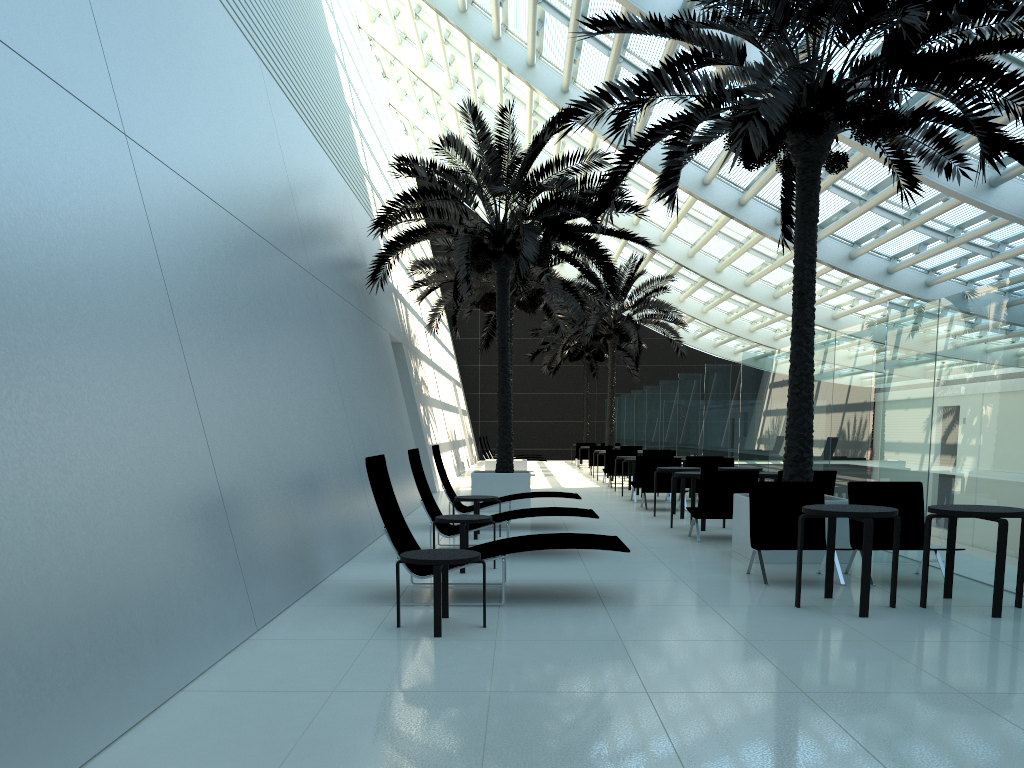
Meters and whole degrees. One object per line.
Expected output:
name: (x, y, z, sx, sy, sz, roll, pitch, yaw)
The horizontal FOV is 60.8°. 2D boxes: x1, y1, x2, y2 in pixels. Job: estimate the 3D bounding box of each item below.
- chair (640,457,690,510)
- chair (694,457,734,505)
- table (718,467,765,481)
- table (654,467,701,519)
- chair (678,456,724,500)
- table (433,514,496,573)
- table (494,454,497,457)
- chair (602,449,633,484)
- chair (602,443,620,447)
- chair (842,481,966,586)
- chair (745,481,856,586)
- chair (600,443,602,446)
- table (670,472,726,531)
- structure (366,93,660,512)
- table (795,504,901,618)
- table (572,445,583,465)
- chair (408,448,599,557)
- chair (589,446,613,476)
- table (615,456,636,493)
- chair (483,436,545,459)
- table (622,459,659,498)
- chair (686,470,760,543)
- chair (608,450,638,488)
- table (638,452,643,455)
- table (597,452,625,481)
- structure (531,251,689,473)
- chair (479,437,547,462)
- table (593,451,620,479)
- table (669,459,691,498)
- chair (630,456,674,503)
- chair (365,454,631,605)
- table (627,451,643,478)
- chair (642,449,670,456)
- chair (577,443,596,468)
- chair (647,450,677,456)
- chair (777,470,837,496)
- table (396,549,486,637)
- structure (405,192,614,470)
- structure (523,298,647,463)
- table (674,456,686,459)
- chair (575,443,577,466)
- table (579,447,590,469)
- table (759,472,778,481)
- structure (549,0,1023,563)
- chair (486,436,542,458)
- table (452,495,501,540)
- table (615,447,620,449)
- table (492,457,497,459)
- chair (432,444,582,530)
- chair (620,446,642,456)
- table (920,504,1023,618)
chair: (2.646, 1.726, 15.078, 0.716, 0.897, 0.878, 0, 2, 0)
chair: (3.579, 1.726, 15.071, 0.716, 0.897, 0.878, 0, 2, 0)
table: (3.600, 1.715, 13.790, 0.677, 0.790, 0.675, 2, 4, 39)
table: (2.630, 1.714, 13.796, 0.677, 0.790, 0.675, 2, 4, 39)
chair: (3.606, 1.816, 16.779, 0.716, 0.897, 0.878, 0, 2, 0)
table: (-0.473, 1.568, 8.608, 0.551, 0.523, 0.551, 2, 3, 43)
table: (-0.313, 2.727, 30.570, 0.551, 0.523, 0.551, 2, 3, 43)
chair: (2.714, 2.113, 22.420, 0.716, 0.897, 0.878, 0, 2, 0)
chair: (3.702, 2.619, 31.978, 0.716, 0.897, 0.878, 0, 2, 0)
chair: (3.526, 1.346, 7.871, 0.716, 0.897, 0.878, 0, 2, 0)
chair: (2.594, 1.345, 7.878, 0.716, 0.897, 0.878, 0, 2, 0)
chair: (3.729, 2.708, 33.673, 0.716, 0.897, 0.878, 0, 2, 0)
table: (2.609, 1.629, 12.182, 0.676, 0.790, 0.676, 3, 4, 43)
structure: (-0.073, -1.260, 14.716, 4.634, 6.913, 4.232, -2, 5, -21)
table: (2.579, 1.340, 6.710, 0.676, 0.790, 0.675, -3, 4, -42)
table: (2.774, 2.827, 34.862, 0.676, 0.790, 0.675, -3, 4, -42)
chair: (-0.082, 1.300, 9.724, 2.036, 1.171, 0.912, 0, 3, 0)
chair: (2.728, 2.318, 26.301, 0.716, 0.897, 0.878, 0, 2, 0)
table: (2.671, 2.012, 19.431, 0.677, 0.790, 0.675, 2, 4, 39)
chair: (0.059, 2.320, 29.037, 2.036, 1.171, 0.912, 0, 3, 0)
table: (2.651, 1.935, 17.968, 0.676, 0.790, 0.676, 3, 4, 43)
chair: (2.631, 1.510, 10.999, 0.716, 0.897, 0.878, 0, 2, 0)
chair: (2.687, 2.024, 20.725, 0.716, 0.897, 0.878, 0, 2, 0)
table: (3.662, 2.233, 23.596, 0.676, 0.790, 0.676, 3, 4, 43)
table: (2.692, 2.232, 23.603, 0.676, 0.790, 0.676, 3, 4, 43)
structure: (3.178, -0.645, 28.089, 4.822, 7.102, 4.388, 0, 5, -6)
chair: (0.040, 2.184, 26.469, 2.036, 1.171, 0.912, 0, 3, 0)
table: (2.712, 2.308, 25.032, 0.677, 0.790, 0.675, 2, 4, 39)
table: (3.621, 1.935, 17.961, 0.676, 0.790, 0.676, 3, 4, 43)
chair: (2.673, 1.816, 16.785, 0.716, 0.897, 0.878, 0, 2, 0)
chair: (-0.100, 1.164, 7.156, 2.036, 1.171, 0.912, 0, 3, 0)
table: (3.681, 2.308, 25.025, 0.677, 0.790, 0.675, 2, 4, 39)
chair: (3.647, 2.114, 22.414, 0.716, 0.897, 0.878, 0, 2, 0)
chair: (2.769, 2.618, 31.984, 0.716, 0.897, 0.878, 0, 2, 0)
chair: (3.620, 2.024, 20.719, 0.716, 0.897, 0.878, 0, 2, 0)
chair: (3.564, 1.510, 10.993, 0.716, 0.897, 0.878, 0, 2, 0)
table: (-0.492, 1.432, 6.039, 0.551, 0.523, 0.551, 2, 3, 43)
structure: (-0.235, -0.974, 20.707, 4.270, 6.974, 4.594, 3, 5, 34)
structure: (3.263, -0.216, 36.223, 4.449, 7.100, 4.759, -2, 5, -21)
table: (3.641, 2.012, 19.425, 0.677, 0.790, 0.675, 2, 4, 39)
chair: (2.796, 2.708, 33.680, 0.716, 0.897, 0.878, 0, 2, 0)
table: (2.753, 2.607, 30.691, 0.677, 0.790, 0.675, 2, 4, 39)
table: (3.579, 1.629, 12.175, 0.676, 0.790, 0.676, 3, 4, 43)
structure: (3.044, -1.655, 8.971, 4.815, 7.101, 4.395, 1, 5, 19)
chair: (0.078, 2.460, 31.686, 2.036, 1.171, 0.912, 0, 3, 0)
table: (-0.454, 1.703, 11.177, 0.551, 0.523, 0.551, 2, 3, 43)
table: (3.723, 2.607, 30.684, 0.677, 0.790, 0.675, 2, 4, 39)
table: (-0.332, 2.588, 27.921, 0.551, 0.523, 0.551, 2, 3, 43)
chair: (-0.063, 1.436, 12.293, 2.036, 1.171, 0.912, 0, 3, 0)
chair: (3.660, 2.318, 26.294, 0.716, 0.897, 0.878, 0, 2, 0)
table: (3.548, 1.340, 6.704, 0.676, 0.790, 0.675, -3, 4, -42)
